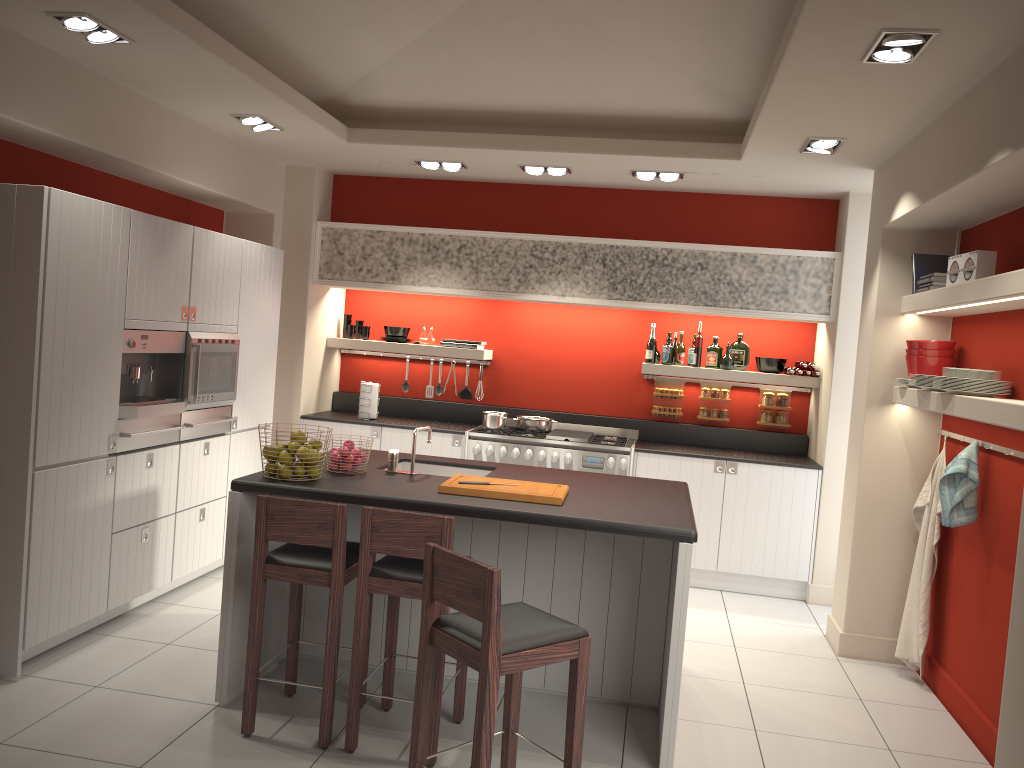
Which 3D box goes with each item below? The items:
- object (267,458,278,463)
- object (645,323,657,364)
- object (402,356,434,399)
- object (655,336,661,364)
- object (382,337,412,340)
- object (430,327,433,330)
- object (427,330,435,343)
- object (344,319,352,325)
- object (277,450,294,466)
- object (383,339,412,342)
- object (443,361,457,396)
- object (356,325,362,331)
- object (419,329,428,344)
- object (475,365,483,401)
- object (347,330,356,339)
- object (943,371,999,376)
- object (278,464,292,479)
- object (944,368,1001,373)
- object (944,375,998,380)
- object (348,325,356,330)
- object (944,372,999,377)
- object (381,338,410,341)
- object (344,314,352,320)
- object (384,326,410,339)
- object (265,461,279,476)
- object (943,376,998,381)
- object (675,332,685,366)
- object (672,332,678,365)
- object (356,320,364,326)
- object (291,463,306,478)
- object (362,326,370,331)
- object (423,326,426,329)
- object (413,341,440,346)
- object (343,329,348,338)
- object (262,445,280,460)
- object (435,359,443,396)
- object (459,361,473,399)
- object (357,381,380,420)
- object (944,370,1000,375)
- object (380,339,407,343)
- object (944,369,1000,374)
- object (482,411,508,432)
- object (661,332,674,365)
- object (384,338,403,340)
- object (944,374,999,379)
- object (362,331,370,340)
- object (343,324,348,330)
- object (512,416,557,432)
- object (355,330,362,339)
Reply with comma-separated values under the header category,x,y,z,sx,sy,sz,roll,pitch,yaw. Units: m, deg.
category,x,y,z,sx,sy,sz,roll,pitch,yaw
object,-1.119,0.333,4.149,0.076,0.077,0.076,3,3,-26
object,1.133,-0.330,7.174,0.083,0.331,0.083,4,3,-19
object,-0.814,-0.058,7.743,0.287,0.351,0.022,5,3,11
object,1.180,-0.283,7.355,0.113,0.226,0.113,2,3,-39
object,-0.999,-0.387,7.650,0.280,0.016,0.280,5,3,9
object,-0.690,-0.475,7.614,0.026,0.032,0.023,4,3,-8
object,-0.698,-0.401,7.616,0.077,0.134,0.076,4,3,-7
object,-1.438,-0.525,7.748,0.070,0.076,0.070,4,3,-19
object,-1.042,0.343,4.086,0.076,0.077,0.076,3,3,-26
object,-1.000,-0.371,7.651,0.280,0.016,0.280,5,3,9
object,-0.529,-0.051,7.700,0.124,0.296,0.009,5,3,9
object,-1.332,-0.471,7.732,0.070,0.076,0.070,4,3,-19
object,-0.752,-0.402,7.546,0.076,0.131,0.076,3,3,-38
object,-0.274,-0.014,7.657,0.069,0.328,0.069,4,3,-13
object,-1.375,-0.423,7.582,0.070,0.076,0.070,4,3,-19
object,2.222,-0.044,4.289,0.255,0.015,0.255,4,3,-9
object,-1.035,0.399,4.036,0.068,0.068,0.068,6,3,21
object,2.223,-0.059,4.289,0.255,0.015,0.255,4,3,-9
object,2.221,-0.025,4.290,0.255,0.015,0.255,4,3,-9
object,-1.372,-0.467,7.580,0.070,0.076,0.070,4,3,-19
object,2.222,-0.039,4.289,0.255,0.015,0.255,4,3,-9
object,-1.000,-0.376,7.651,0.280,0.016,0.280,5,3,9
object,-1.434,-0.568,7.746,0.070,0.076,0.070,4,3,-19
object,-0.995,-0.438,7.648,0.232,0.108,0.233,2,4,-39
object,-1.104,0.390,4.089,0.068,0.068,0.068,6,3,21
object,2.220,-0.020,4.290,0.255,0.015,0.255,4,3,-9
object,1.372,-0.288,7.221,0.080,0.278,0.080,5,3,13
object,1.342,-0.293,7.315,0.083,0.277,0.084,5,3,13
object,-1.329,-0.515,7.730,0.070,0.076,0.070,4,3,-19
object,-0.987,0.399,4.104,0.068,0.068,0.068,6,3,21
object,-1.253,-0.459,7.611,0.070,0.076,0.070,4,3,-19
object,-0.747,-0.477,7.543,0.023,0.031,0.024,2,3,-39
object,-0.730,-0.345,7.583,0.160,0.027,0.183,7,4,38
object,-1.445,-0.437,7.752,0.070,0.076,0.070,4,3,-19
object,-1.110,0.316,4.082,0.077,0.068,0.076,5,3,3
object,-0.627,-0.056,7.714,0.067,0.323,0.022,5,3,8
object,-0.390,-0.031,7.695,0.123,0.330,0.040,5,3,9
object,-1.176,0.133,7.264,0.163,0.304,0.168,7,3,38
object,2.222,-0.049,4.289,0.255,0.015,0.255,4,3,-9
object,-1.001,-0.365,7.651,0.280,0.016,0.280,5,3,9
object,2.223,-0.054,4.289,0.255,0.015,0.255,4,3,-9
object,-0.139,0.299,7.037,0.201,0.148,0.201,5,3,2
object,1.259,-0.284,7.132,0.094,0.264,0.094,4,3,-2
object,-1.000,-0.381,7.650,0.280,0.016,0.280,5,3,9
object,2.221,-0.030,4.290,0.255,0.015,0.255,4,3,-9
object,-1.256,-0.415,7.613,0.070,0.076,0.070,4,3,-19
object,-1.441,-0.481,7.750,0.070,0.076,0.070,4,3,-19
object,0.184,0.330,7.311,0.309,0.104,0.309,7,3,37
object,-1.336,-0.427,7.734,0.070,0.076,0.070,4,3,-19
